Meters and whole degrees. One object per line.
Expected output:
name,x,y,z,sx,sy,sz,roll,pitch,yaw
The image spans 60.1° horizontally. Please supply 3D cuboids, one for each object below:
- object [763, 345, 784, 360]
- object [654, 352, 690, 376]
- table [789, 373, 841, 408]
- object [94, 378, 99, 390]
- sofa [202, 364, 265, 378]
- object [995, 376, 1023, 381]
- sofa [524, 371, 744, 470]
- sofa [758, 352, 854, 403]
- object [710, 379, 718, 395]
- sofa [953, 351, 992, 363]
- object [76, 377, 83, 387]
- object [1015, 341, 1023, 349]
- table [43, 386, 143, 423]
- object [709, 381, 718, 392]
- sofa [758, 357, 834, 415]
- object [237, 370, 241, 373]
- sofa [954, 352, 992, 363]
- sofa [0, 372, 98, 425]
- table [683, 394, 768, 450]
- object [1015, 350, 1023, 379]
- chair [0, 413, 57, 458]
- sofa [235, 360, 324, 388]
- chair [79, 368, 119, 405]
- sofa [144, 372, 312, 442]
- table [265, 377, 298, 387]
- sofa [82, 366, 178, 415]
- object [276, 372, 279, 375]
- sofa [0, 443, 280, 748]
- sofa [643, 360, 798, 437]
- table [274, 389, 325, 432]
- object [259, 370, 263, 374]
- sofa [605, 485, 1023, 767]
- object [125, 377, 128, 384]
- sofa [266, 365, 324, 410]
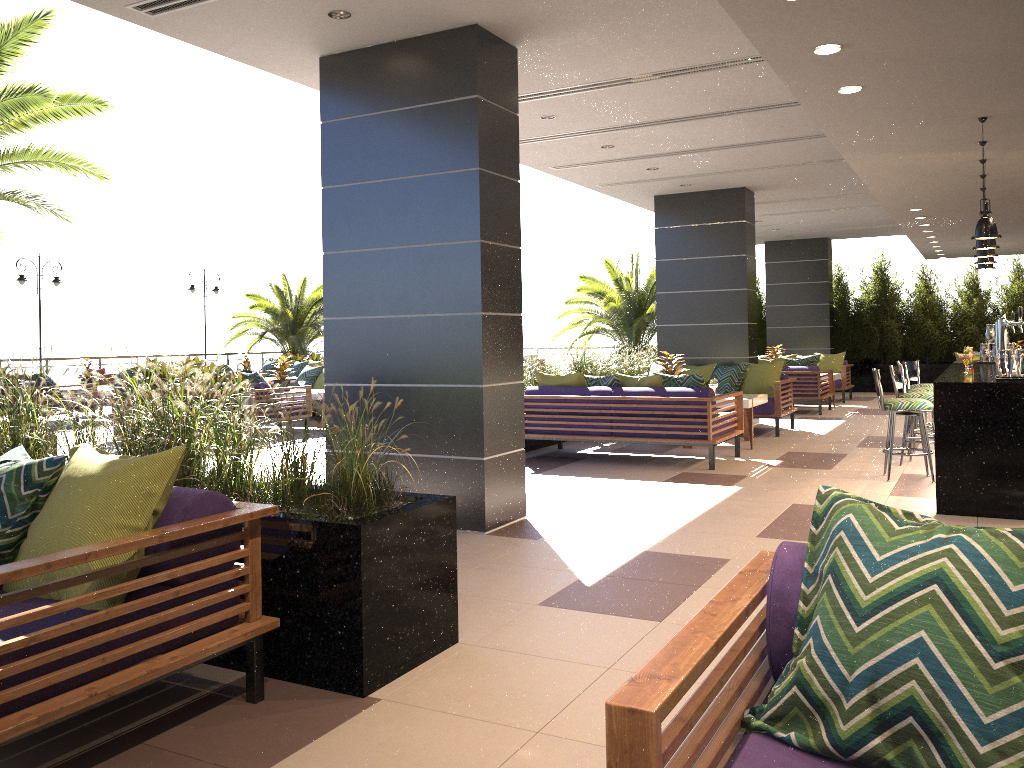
object,4.713,-0.435,15.780,0.425,0.527,0.430,-2,1,-45
object,1.869,-0.123,10.440,0.430,0.527,0.425,-1,1,40
table,4.724,0.105,15.770,2.036,0.554,0.942,0,2,28
object,-6.938,-0.004,14.785,0.082,0.198,0.069,-1,0,-20
sofa,-6.122,0.029,17.767,2.125,0.920,1.120,0,2,28
object,3.497,-0.037,6.114,0.272,0.018,0.437,0,3,28
sofa,1.201,0.309,9.160,2.125,0.920,1.120,0,2,28
sofa,5.319,-0.143,16.881,2.125,0.920,1.120,0,2,28
object,2.403,0.031,10.526,0.067,0.190,0.084,-1,0,-37
sofa,9.422,-0.201,16.492,2.125,0.920,1.120,0,2,28
object,-7.799,-0.045,15.969,0.106,0.197,0.105,-1,0,-29
object,8.768,-0.490,15.350,0.425,0.527,0.430,-2,1,-45
table,-7.357,0.350,15.400,2.036,0.554,0.942,0,2,28
object,2.267,0.058,9.958,0.106,0.197,0.105,-1,0,-34
sofa,4.111,-0.010,14.615,2.125,0.920,1.120,0,2,28
object,-5.973,-0.242,19.327,0.106,0.197,0.105,-1,0,-29
sofa,8.214,-0.068,14.226,2.125,0.920,1.120,0,2,28
sofa,-7.897,0.227,14.385,2.125,0.920,1.120,0,2,28
table,1.883,0.417,10.441,2.036,0.554,0.942,0,2,28
object,3.472,-0.126,5.996,0.105,0.209,0.105,-1,0,33
chair,-3.638,0.604,5.997,0.713,0.816,0.715,-1,1,28
sofa,-5.022,-0.090,19.802,2.125,0.920,1.120,0,2,28
chair,-9.191,0.032,19.935,0.714,0.816,0.714,-1,1,28
sofa,-3.953,0.255,12.282,2.125,0.920,1.120,0,2,28
table,-5.567,0.153,18.757,2.036,0.554,0.942,0,2,28
sofa,-6.805,0.107,16.423,2.125,0.920,1.120,0,2,28
object,-4.976,-0.244,18.823,0.069,0.211,0.069,-1,0,16
sofa,-2.020,0.663,3.119,2.125,0.920,1.120,0,2,28
sofa,2.589,0.157,11.761,2.125,0.920,1.120,0,2,28
table,-3.415,0.378,13.299,2.036,0.554,0.942,0,2,28
object,-5.167,-0.200,18.224,0.067,0.190,0.084,-1,0,-32
sofa,1.332,0.687,1.331,2.125,0.920,1.120,0,2,28
object,-6.706,-0.035,15.416,0.067,0.190,0.084,-1,0,-32
sofa,-2.853,0.135,14.317,2.125,0.920,1.120,0,2,28
